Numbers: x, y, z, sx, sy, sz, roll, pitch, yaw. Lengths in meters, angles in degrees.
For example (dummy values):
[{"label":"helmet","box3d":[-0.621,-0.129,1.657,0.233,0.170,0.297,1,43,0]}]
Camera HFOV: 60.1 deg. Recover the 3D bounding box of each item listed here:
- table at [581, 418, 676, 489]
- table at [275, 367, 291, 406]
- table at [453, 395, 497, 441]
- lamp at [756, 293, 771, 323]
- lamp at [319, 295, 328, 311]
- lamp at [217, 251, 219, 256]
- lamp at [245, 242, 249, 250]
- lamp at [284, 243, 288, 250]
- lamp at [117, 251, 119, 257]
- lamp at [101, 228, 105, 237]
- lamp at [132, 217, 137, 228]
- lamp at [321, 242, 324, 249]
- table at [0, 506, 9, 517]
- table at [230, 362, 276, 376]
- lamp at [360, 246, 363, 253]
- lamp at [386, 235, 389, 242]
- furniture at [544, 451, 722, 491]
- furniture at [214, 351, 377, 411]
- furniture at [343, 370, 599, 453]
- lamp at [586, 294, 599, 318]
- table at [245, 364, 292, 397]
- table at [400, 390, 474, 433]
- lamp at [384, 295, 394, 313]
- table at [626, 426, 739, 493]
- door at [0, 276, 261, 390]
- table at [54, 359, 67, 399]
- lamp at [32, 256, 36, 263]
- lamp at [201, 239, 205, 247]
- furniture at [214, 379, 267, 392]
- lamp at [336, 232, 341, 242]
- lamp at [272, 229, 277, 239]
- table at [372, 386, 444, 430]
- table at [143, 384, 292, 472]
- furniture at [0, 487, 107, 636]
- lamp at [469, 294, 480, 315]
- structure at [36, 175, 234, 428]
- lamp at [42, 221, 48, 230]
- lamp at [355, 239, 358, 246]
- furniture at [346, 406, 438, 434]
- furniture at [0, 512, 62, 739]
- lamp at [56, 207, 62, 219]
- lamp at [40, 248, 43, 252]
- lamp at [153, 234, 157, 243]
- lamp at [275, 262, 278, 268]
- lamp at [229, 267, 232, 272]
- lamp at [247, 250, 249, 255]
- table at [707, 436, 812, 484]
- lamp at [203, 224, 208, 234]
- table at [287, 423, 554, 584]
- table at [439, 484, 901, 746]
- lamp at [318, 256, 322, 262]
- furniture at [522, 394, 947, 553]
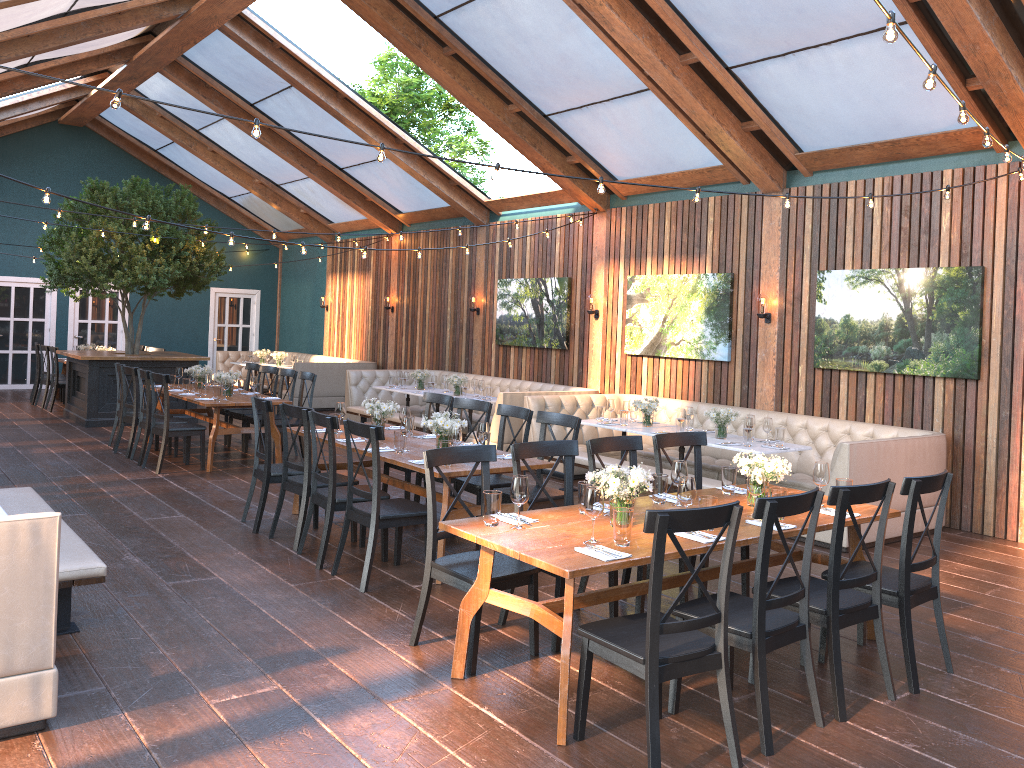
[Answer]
[{"label":"table","box3d":[1.180,0.749,9.386,0.798,0.672,0.800,0,3,-38]},{"label":"table","box3d":[-4.194,0.045,16.540,0.798,0.672,0.800,0,3,-38]},{"label":"table","box3d":[-0.554,0.522,11.694,0.798,0.672,0.800,0,3,-38]},{"label":"lamp","box3d":[2.705,-0.815,9.522,0.178,0.320,0.146,1,1,-37]},{"label":"lamp","box3d":[-3.898,-1.680,18.313,0.178,0.320,0.146,1,1,-37]},{"label":"lamp","box3d":[-6.415,-2.848,19.353,0.056,0.120,0.056,2,1,-16]},{"label":"lamp","box3d":[-4.083,-2.129,13.622,0.060,0.119,0.056,2,1,-13]},{"label":"lamp","box3d":[-3.628,-2.209,14.224,0.056,0.117,0.068,2,1,-40]},{"label":"lamp","box3d":[-7.809,-2.578,17.556,0.059,0.119,0.056,2,1,-13]},{"label":"lamp","box3d":[-5.448,-2.012,11.787,0.056,0.121,0.056,3,1,34]},{"label":"lamp","box3d":[-4.234,-1.813,9.929,0.056,0.121,0.056,2,1,4]},{"label":"lamp","box3d":[-3.180,-2.320,14.840,0.056,0.121,0.056,3,1,35]},{"label":"table","box3d":[-2.930,0.946,4.252,0.798,0.672,0.800,0,3,-38]},{"label":"table","box3d":[-5.174,-0.084,17.844,0.798,0.672,0.800,0,3,-38]},{"label":"lamp","box3d":[-2.729,-2.437,16.013,0.073,0.115,0.056,1,1,-31]},{"label":"lamp","box3d":[-2.253,-2.640,16.027,0.056,0.120,0.056,2,1,-8]},{"label":"furniture","box3d":[1.128,0.957,8.330,0.312,0.399,2.334,1,4,-37]},{"label":"furniture","box3d":[-4.315,-0.116,17.437,1.708,0.858,4.168,0,4,-37]},{"label":"furniture","box3d":[-0.688,0.359,12.609,1.708,0.858,4.168,0,4,-37]},{"label":"lamp","box3d":[1.064,-1.030,11.707,0.178,0.320,0.146,1,1,-37]},{"label":"table","box3d":[-4.684,-0.020,17.192,0.798,0.672,0.800,0,3,-37]},{"label":"table","box3d":[-1.044,0.458,12.346,0.798,0.672,0.800,0,3,-37]},{"label":"lamp","box3d":[-2.248,-1.464,16.116,0.178,0.320,0.146,1,1,-37]},{"label":"table","box3d":[1.670,0.813,8.734,0.798,0.672,0.800,0,3,-37]},{"label":"door","box3d":[-9.107,-1.008,17.879,8.168,2.208,0.174,-1,2,-37]},{"label":"table","box3d":[-7.214,-0.016,15.313,0.950,0.729,2.437,0,4,-37]},{"label":"lamp","box3d":[-7.751,-2.014,14.350,0.056,0.119,0.060,2,1,0]},{"label":"lamp","box3d":[-4.543,-2.074,13.014,0.056,0.119,0.060,3,1,38]},{"label":"furniture","box3d":[-5.232,0.123,16.798,0.312,0.399,2.334,1,4,-37]},{"label":"lamp","box3d":[-2.101,-1.778,10.719,0.056,0.117,0.067,2,1,16]},{"label":"lamp","box3d":[-2.807,-1.768,10.448,0.056,0.121,0.056,2,1,-22]},{"label":"table","box3d":[-1.534,0.393,12.998,0.798,0.672,0.800,0,3,-38]},{"label":"table","box3d":[-3.536,0.466,10.417,0.950,0.729,2.437,0,4,-37]},{"label":"furniture","box3d":[-2.874,1.011,5.319,0.312,0.399,2.334,1,4,-37]},{"label":"lamp","box3d":[-0.599,-1.248,13.921,0.178,0.320,0.146,1,1,-37]},{"label":"structure","box3d":[-5.699,-1.308,13.385,2.712,3.695,2.857,1,2,-28]},{"label":"lamp","box3d":[-5.899,-2.004,11.173,0.056,0.120,0.056,3,1,40]},{"label":"lamp","box3d":[-2.708,-2.461,15.425,0.064,0.118,0.056,2,1,-28]},{"label":"furniture","box3d":[-1.586,0.601,11.943,0.312,0.399,2.334,1,4,-37]},{"label":"furniture","box3d":[-3.720,0.793,4.662,1.708,0.858,4.168,0,4,-37]},{"label":"lamp","box3d":[-4.943,-1.866,9.655,0.056,0.121,0.056,2,1,-28]},{"label":"lamp","box3d":[-8.699,-2.490,16.344,0.067,0.117,0.056,2,1,7]},{"label":"lamp","box3d":[-5.005,-2.038,12.410,0.056,0.121,0.056,2,1,-12]},{"label":"lamp","box3d":[-4.152,-2.094,15.578,0.056,0.121,0.056,3,1,30]},{"label":"lamp","box3d":[-4.884,-2.011,15.360,0.056,0.121,0.056,3,1,29]},{"label":"lamp","box3d":[-5.950,-2.968,19.949,0.056,0.121,0.056,3,1,35]},{"label":"table","box3d":[2.160,0.877,8.081,0.798,0.672,0.800,0,3,-38]},{"label":"lamp","box3d":[-3.523,-1.782,10.184,0.056,0.121,0.056,3,1,28]},{"label":"table","box3d":[-0.828,0.821,6.811,0.950,0.729,2.437,0,4,-37]},{"label":"table","box3d":[0.892,1.044,4.563,2.429,0.729,0.952,-1,4,-37]},{"label":"lamp","box3d":[-3.429,-2.230,15.798,0.066,0.118,0.056,3,1,29]},{"label":"furniture","box3d":[2.027,0.715,8.994,1.708,0.858,4.168,0,4,-37]}]
